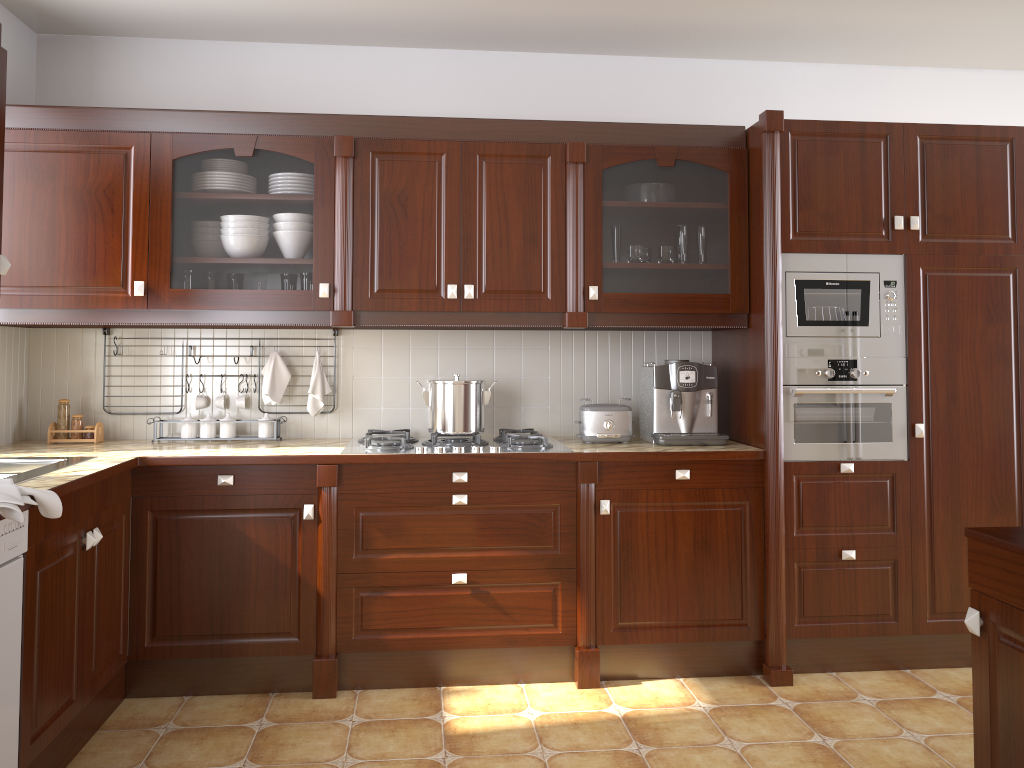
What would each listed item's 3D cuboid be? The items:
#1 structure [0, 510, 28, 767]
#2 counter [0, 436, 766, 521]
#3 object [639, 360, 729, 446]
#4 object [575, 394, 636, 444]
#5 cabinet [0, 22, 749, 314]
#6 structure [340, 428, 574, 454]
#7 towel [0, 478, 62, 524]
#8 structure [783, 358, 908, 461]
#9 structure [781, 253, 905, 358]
[{"bbox_3d":[-1.352,0.685,1.930,0.379,0.749,0.423,0,-2,-6],"label":"structure"},{"bbox_3d":[-0.439,0.266,2.714,2.782,0.032,1.823,0,2,-6],"label":"counter"},{"bbox_3d":[0.666,0.067,3.461,0.274,0.323,0.323,0,0,-6],"label":"object"},{"bbox_3d":[0.365,0.134,3.437,0.243,0.189,0.140,0,-1,-5],"label":"object"},{"bbox_3d":[-0.417,-0.578,2.553,2.780,0.781,1.367,0,1,-6],"label":"cabinet"},{"bbox_3d":[-0.214,0.211,3.349,0.815,0.046,0.590,0,2,-6],"label":"structure"},{"bbox_3d":[-1.230,0.279,2.044,0.343,0.097,0.330,-1,2,-43],"label":"towel"},{"bbox_3d":[1.217,0.091,3.243,0.494,0.376,0.041,0,-3,-6],"label":"structure"},{"bbox_3d":[1.201,-0.295,3.417,0.495,0.387,0.316,0,-1,-6],"label":"structure"}]
